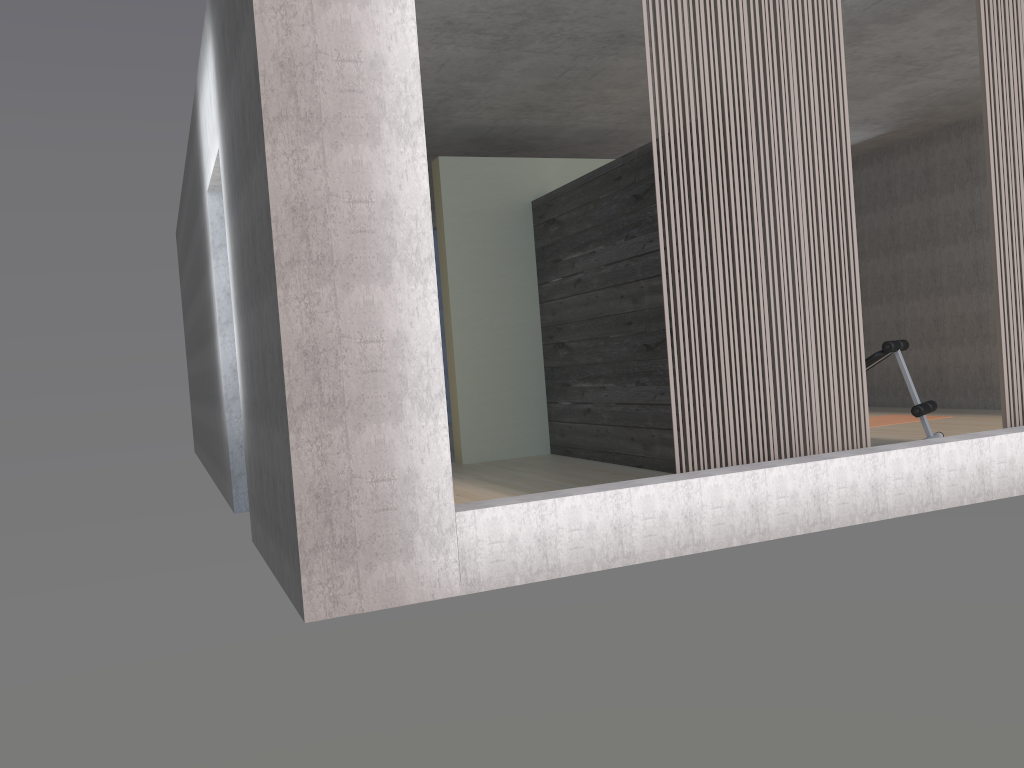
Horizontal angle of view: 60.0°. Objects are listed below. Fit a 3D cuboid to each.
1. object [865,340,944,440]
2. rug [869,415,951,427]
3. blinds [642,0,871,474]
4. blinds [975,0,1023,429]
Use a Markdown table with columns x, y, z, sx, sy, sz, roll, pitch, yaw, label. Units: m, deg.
| x | y | z | sx | sy | sz | roll | pitch | yaw | label |
| --- | --- | --- | --- | --- | --- | --- | --- | --- | --- |
| 2.407 | 0.082 | 6.562 | 1.312 | 0.746 | 0.505 | -3 | 2 | 37 | object |
| 2.587 | 0.411 | 7.876 | 2.779 | 0.002 | 0.716 | -5 | 2 | -22 | rug |
| 1.152 | -0.761 | 4.107 | 1.133 | 2.744 | 0.069 | -5 | 2 | -22 | blinds |
| 3.032 | -0.925 | 4.866 | 1.133 | 2.744 | 0.069 | -5 | 2 | -22 | blinds |
